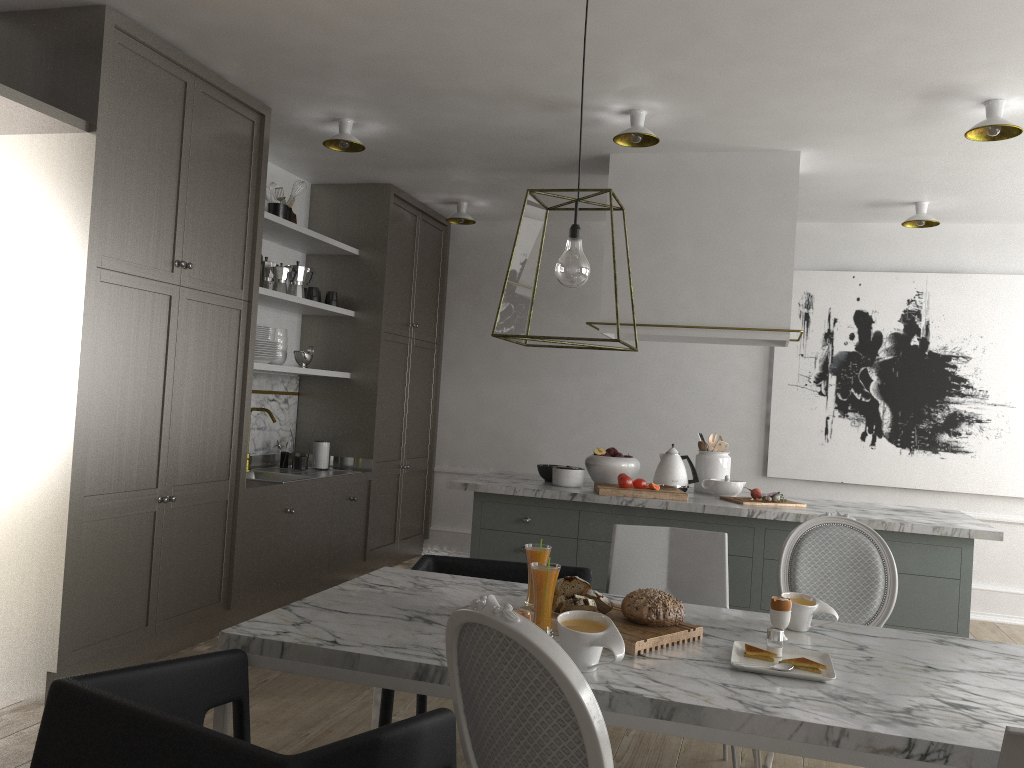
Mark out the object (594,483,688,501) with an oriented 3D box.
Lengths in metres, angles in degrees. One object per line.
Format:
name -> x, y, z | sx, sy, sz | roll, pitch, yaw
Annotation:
object -> 0.591, 0.499, 4.114 | 0.400, 0.030, 0.290 | 4, -1, 1

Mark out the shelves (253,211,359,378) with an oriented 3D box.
shelves -> -1.301, -0.456, 4.743 | 0.352, 0.775, 1.339 | 3, -1, 16

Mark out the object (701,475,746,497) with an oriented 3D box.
object -> 1.028, 0.490, 4.283 | 0.172, 0.110, 0.159 | 4, -1, -29

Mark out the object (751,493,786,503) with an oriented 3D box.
object -> 1.153, 0.522, 4.067 | 0.224, 0.058, 0.116 | 5, -1, -38

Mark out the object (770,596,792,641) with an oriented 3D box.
object -> 0.650, 0.566, 2.149 | 0.050, 0.101, 0.050 | 3, -1, 23

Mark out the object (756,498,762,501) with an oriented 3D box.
object -> 1.128, 0.526, 4.048 | 0.030, 0.017, 0.013 | 3, -1, 25

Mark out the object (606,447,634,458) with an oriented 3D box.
object -> 0.540, 0.366, 4.441 | 0.167, 0.091, 0.071 | 3, -2, 41

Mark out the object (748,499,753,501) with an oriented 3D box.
object -> 1.091, 0.527, 4.050 | 0.028, 0.010, 0.015 | 4, -1, -10

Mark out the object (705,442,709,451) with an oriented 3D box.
object -> 1.008, 0.419, 4.510 | 0.114, 0.247, 0.050 | 3, -1, 21

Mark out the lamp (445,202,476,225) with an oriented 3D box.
lamp -> -0.327, -1.103, 5.720 | 0.197, 0.130, 0.197 | 3, -1, 21

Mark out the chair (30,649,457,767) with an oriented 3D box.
chair -> -0.475, 0.826, 1.541 | 0.569, 0.597, 0.609 | 3, -1, 31

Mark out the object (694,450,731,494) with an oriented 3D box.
object -> 1.008, 0.442, 4.461 | 0.174, 0.208, 0.174 | 3, -1, 33

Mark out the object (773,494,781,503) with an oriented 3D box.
object -> 1.209, 0.523, 4.056 | 0.035, 0.036, 0.037 | 4, -1, 4

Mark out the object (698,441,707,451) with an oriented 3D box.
object -> 0.986, 0.414, 4.440 | 0.117, 0.251, 0.061 | 4, -1, -4

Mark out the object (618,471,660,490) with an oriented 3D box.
object -> 0.587, 0.446, 4.103 | 0.194, 0.079, 0.135 | 4, -1, 5

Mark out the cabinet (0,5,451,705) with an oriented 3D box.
cabinet -> -1.708, -0.101, 3.810 | 0.947, 2.377, 5.433 | 3, -1, 16

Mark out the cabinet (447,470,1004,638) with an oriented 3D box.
cabinet -> 0.922, 0.899, 4.267 | 2.360, 0.721, 0.870 | 3, -1, 16

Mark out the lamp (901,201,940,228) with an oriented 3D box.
lamp -> 2.291, -0.950, 4.967 | 0.197, 0.130, 0.197 | 4, -1, 1

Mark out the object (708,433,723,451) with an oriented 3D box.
object -> 1.018, 0.397, 4.513 | 0.056, 0.296, 0.131 | 3, -1, 35

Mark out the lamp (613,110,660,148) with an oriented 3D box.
lamp -> 0.530, -1.087, 3.759 | 0.197, 0.130, 0.197 | 5, -1, -39

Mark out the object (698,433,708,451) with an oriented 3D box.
object -> 1.004, 0.396, 4.470 | 0.141, 0.290, 0.064 | 3, -1, 30

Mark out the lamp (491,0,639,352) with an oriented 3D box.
lamp -> 0.174, -0.650, 2.208 | 0.584, 1.108, 0.584 | 3, -1, 31

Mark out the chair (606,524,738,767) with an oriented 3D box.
chair -> 0.468, 0.834, 2.697 | 0.470, 0.745, 0.439 | 4, -1, 6

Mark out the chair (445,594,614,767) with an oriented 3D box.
chair -> 0.132, 0.738, 1.432 | 0.505, 0.833, 0.480 | 5, -2, -42

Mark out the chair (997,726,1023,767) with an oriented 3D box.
chair -> 0.793, 0.827, 1.295 | 0.470, 0.745, 0.439 | 4, -1, 1

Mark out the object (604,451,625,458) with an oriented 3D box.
object -> 0.495, 0.375, 4.404 | 0.154, 0.074, 0.135 | 3, -1, 12

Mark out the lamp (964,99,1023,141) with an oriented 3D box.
lamp -> 1.839, -1.011, 3.383 | 0.197, 0.130, 0.197 | 4, -1, -9

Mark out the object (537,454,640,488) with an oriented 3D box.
object -> 0.383, 0.428, 4.433 | 0.491, 0.156, 0.364 | 4, -1, -7

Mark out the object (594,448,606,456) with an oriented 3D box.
object -> 0.432, 0.338, 4.380 | 0.061, 0.048, 0.054 | 4, -1, -21

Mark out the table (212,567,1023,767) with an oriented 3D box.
table -> 0.325, 0.889, 2.075 | 1.781, 0.583, 0.870 | 3, -1, 16

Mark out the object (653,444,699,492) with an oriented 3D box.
object -> 0.797, 0.414, 4.372 | 0.178, 0.236, 0.204 | 5, -1, -37

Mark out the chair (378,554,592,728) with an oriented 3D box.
chair -> -0.058, 0.876, 2.734 | 0.569, 0.597, 0.609 | 4, -1, 6

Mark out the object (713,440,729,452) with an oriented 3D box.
object -> 0.994, 0.409, 4.416 | 0.149, 0.262, 0.054 | 3, -1, 31

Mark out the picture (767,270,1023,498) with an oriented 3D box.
picture -> 2.405, -0.025, 5.437 | 1.545, 1.315, 0.039 | 3, -1, 16

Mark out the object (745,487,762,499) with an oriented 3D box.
object -> 1.133, 0.512, 4.148 | 0.050, 0.051, 0.090 | 4, -1, -21

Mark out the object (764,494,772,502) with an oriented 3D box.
object -> 1.170, 0.518, 4.052 | 0.033, 0.037, 0.034 | 4, -1, -6

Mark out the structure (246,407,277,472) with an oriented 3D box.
structure -> -1.385, 0.298, 4.704 | 0.195, 0.347, 0.167 | 3, -1, 24

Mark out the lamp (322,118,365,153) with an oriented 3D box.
lamp -> -0.780, -1.164, 4.136 | 0.197, 0.130, 0.197 | 5, -1, -39

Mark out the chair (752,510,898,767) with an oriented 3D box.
chair -> 0.957, 0.815, 2.648 | 0.480, 0.833, 0.505 | 3, -1, 13
